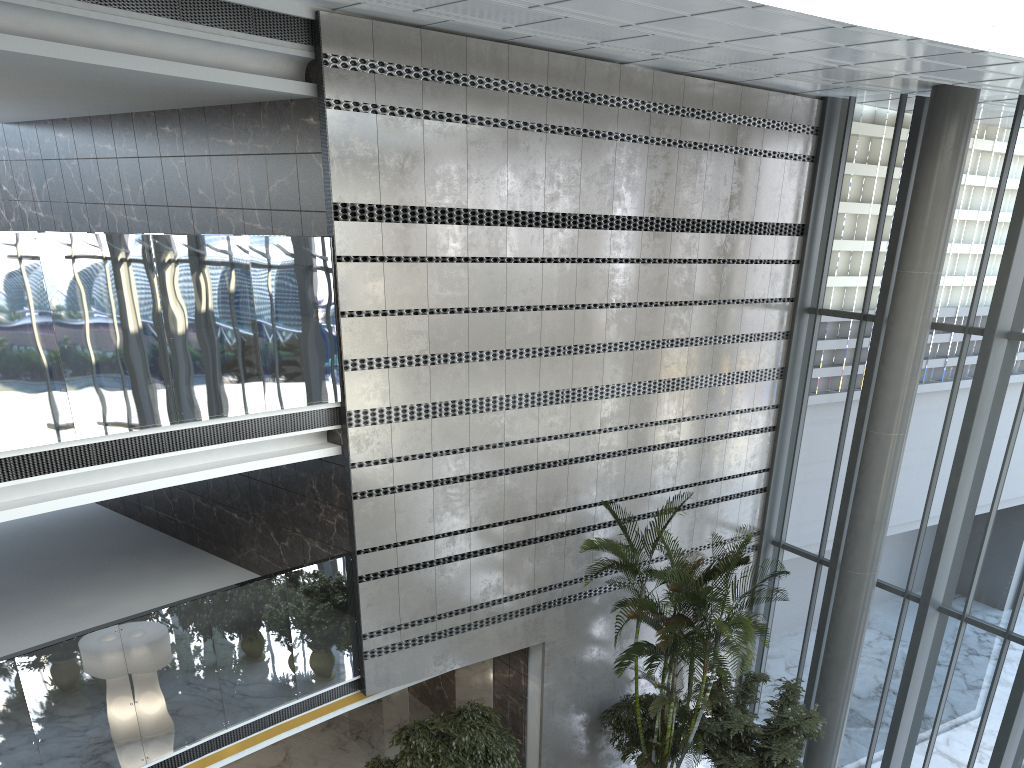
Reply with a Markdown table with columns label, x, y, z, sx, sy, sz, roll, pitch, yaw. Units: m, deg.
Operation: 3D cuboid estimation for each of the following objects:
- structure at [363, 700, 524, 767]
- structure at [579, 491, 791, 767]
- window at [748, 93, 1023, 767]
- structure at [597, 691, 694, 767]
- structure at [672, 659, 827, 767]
| label | x | y | z | sx | sy | sz | roll | pitch | yaw |
| --- | --- | --- | --- | --- | --- | --- | --- | --- | --- |
| structure | -0.849 | 5.035 | 10.714 | 2.024 | 2.179 | 1.481 | 0 | 19 | -4 |
| structure | 1.968 | 3.688 | 10.642 | 2.433 | 5.128 | 2.294 | -10 | 23 | -26 |
| window | 0.214 | 1.787 | 4.685 | 18.629 | 11.108 | 12.365 | -3 | 17 | -20 |
| structure | 1.897 | 5.089 | 12.250 | 1.385 | 1.704 | 1.035 | 4 | 20 | 7 |
| structure | 3.106 | 4.888 | 11.356 | 1.749 | 2.529 | 1.803 | 17 | 24 | 38 |
